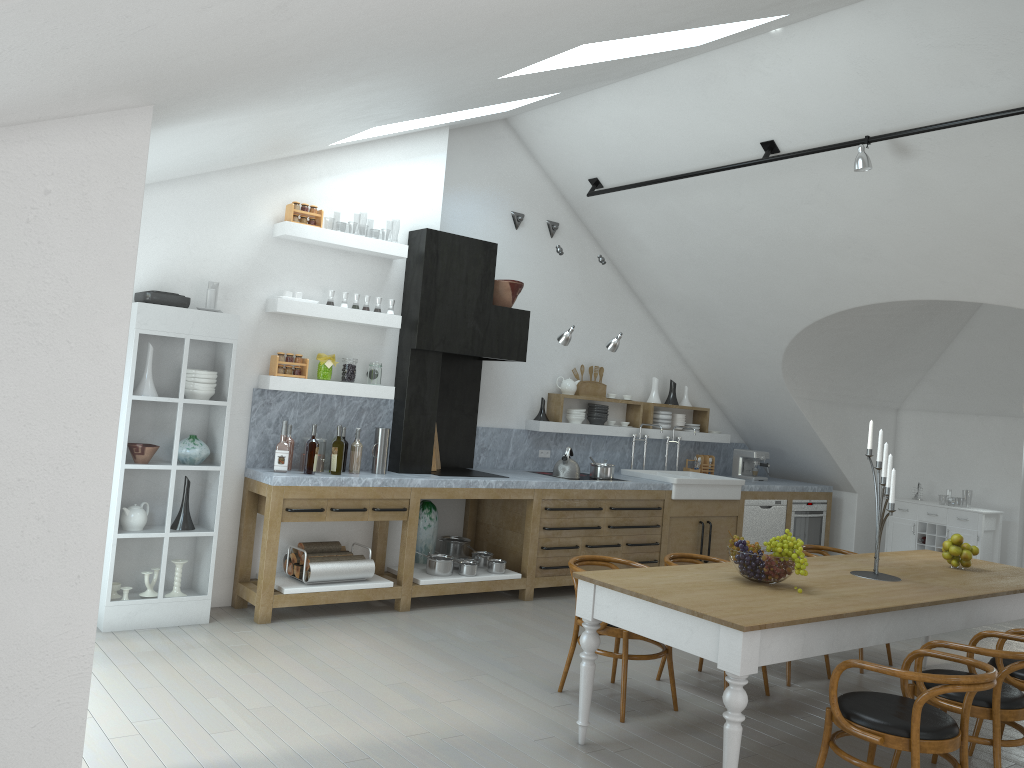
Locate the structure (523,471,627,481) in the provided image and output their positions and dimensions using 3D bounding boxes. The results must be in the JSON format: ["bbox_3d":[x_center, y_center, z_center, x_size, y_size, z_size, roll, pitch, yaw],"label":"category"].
[{"bbox_3d":[0.579,0.849,7.968,0.736,0.041,0.648,6,-1,-37],"label":"structure"}]

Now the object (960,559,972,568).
[{"bbox_3d":[2.798,1.100,5.464,0.063,0.063,0.063,6,-2,-26],"label":"object"}]

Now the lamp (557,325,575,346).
[{"bbox_3d":[0.447,-0.408,7.449,0.115,0.178,0.164,6,-2,-19],"label":"lamp"}]

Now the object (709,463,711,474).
[{"bbox_3d":[2.151,0.898,9.626,0.018,0.196,0.020,6,-3,-15],"label":"object"}]

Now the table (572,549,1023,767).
[{"bbox_3d":[1.887,1.455,4.850,3.343,0.800,1.019,6,-2,-37],"label":"table"}]

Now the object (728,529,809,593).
[{"bbox_3d":[1.264,0.850,4.405,0.394,0.285,0.292,5,-2,17],"label":"object"}]

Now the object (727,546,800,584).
[{"bbox_3d":[1.255,0.913,4.431,0.360,0.160,0.359,4,-2,33],"label":"object"}]

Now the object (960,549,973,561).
[{"bbox_3d":[2.775,1.048,5.416,0.071,0.072,0.070,4,-2,17],"label":"object"}]

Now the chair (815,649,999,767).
[{"bbox_3d":[1.575,1.440,3.542,0.526,0.736,0.621,6,-3,-34],"label":"chair"}]

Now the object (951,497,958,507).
[{"bbox_3d":[4.597,1.220,9.170,0.094,0.093,0.093,3,-2,40],"label":"object"}]

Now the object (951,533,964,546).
[{"bbox_3d":[2.757,0.963,5.488,0.072,0.074,0.072,6,-2,-37],"label":"object"}]

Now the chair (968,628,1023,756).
[{"bbox_3d":[2.709,1.556,4.443,0.526,0.736,0.622,7,-3,-42],"label":"chair"}]

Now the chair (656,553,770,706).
[{"bbox_3d":[1.189,1.438,5.320,0.526,0.736,0.622,7,-3,-41],"label":"chair"}]

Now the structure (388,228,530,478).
[{"bbox_3d":[-0.511,-0.224,7.315,1.073,1.887,0.781,7,-3,-37],"label":"structure"}]

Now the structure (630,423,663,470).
[{"bbox_3d":[1.361,0.658,8.791,0.333,0.530,0.213,4,-3,33],"label":"structure"}]

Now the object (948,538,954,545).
[{"bbox_3d":[2.766,0.997,5.566,0.062,0.060,0.062,6,-2,-37],"label":"object"}]

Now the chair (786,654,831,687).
[{"bbox_3d":[1.727,1.494,5.808,0.526,0.736,0.621,6,-3,-34],"label":"chair"}]

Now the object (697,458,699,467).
[{"bbox_3d":[1.983,0.881,9.482,0.018,0.196,0.023,8,-4,-42],"label":"object"}]

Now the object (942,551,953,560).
[{"bbox_3d":[2.690,1.059,5.478,0.059,0.056,0.060,7,-3,-43],"label":"object"}]

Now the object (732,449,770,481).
[{"bbox_3d":[2.654,0.889,9.649,0.324,0.321,0.387,6,-2,-37],"label":"object"}]

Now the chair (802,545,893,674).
[{"bbox_3d":[2.304,1.553,6.238,0.526,0.736,0.622,7,-3,-41],"label":"chair"}]

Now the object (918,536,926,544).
[{"bbox_3d":[4.325,1.630,9.239,0.317,0.085,0.082,6,-2,-37],"label":"object"}]

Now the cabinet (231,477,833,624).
[{"bbox_3d":[0.645,1.415,8.088,6.417,1.023,1.004,6,-2,-37],"label":"cabinet"}]

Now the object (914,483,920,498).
[{"bbox_3d":[4.398,1.157,9.621,0.054,0.175,0.039,7,-3,-37],"label":"object"}]

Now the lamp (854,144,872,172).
[{"bbox_3d":[2.306,-1.482,5.810,0.113,0.175,0.114,4,-2,15],"label":"lamp"}]

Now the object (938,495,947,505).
[{"bbox_3d":[4.446,1.201,9.158,0.081,0.105,0.082,6,-2,-24],"label":"object"}]

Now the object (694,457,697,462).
[{"bbox_3d":[1.965,0.876,9.506,0.040,0.192,0.042,5,-3,0],"label":"object"}]

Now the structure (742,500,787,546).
[{"bbox_3d":[2.368,1.572,9.205,0.723,0.824,0.599,7,-3,-37],"label":"structure"}]

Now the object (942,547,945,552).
[{"bbox_3d":[2.729,1.038,5.553,0.062,0.059,0.062,6,-2,-33],"label":"object"}]

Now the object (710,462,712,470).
[{"bbox_3d":[2.156,0.899,9.635,0.022,0.196,0.019,7,-3,-36],"label":"object"}]

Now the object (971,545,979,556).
[{"bbox_3d":[2.845,1.026,5.462,0.063,0.063,0.062,5,-2,15],"label":"object"}]

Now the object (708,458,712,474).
[{"bbox_3d":[2.146,0.894,9.611,0.040,0.192,0.042,4,-3,13],"label":"object"}]

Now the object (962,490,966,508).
[{"bbox_3d":[4.656,1.181,9.119,0.054,0.179,0.054,4,-3,30],"label":"object"}]

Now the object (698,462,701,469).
[{"bbox_3d":[1.999,0.891,9.480,0.044,0.179,0.019,3,-3,37],"label":"object"}]

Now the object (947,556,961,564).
[{"bbox_3d":[2.749,1.090,5.519,0.080,0.074,0.078,5,-2,8],"label":"object"}]

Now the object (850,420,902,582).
[{"bbox_3d":[2.086,0.637,5.000,0.266,0.876,0.773,4,-2,27],"label":"object"}]

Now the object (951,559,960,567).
[{"bbox_3d":[2.728,1.101,5.454,0.051,0.050,0.050,6,-2,-34],"label":"object"}]

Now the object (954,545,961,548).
[{"bbox_3d":[2.779,1.013,5.516,0.053,0.051,0.052,4,-2,24],"label":"object"}]

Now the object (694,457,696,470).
[{"bbox_3d":[1.960,0.879,9.479,0.019,0.196,0.022,3,-4,41],"label":"object"}]

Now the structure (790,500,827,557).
[{"bbox_3d":[2.975,1.538,9.664,0.631,0.637,0.631,6,-2,-37],"label":"structure"}]

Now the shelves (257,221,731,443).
[{"bbox_3d":[0.295,-0.247,8.097,5.539,1.363,0.480,6,-3,-43],"label":"shelves"}]

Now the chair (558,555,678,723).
[{"bbox_3d":[0.580,1.377,4.929,0.526,0.736,0.622,7,-3,-37],"label":"chair"}]

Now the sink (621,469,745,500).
[{"bbox_3d":[1.669,0.987,8.679,1.019,0.202,0.727,6,-1,-37],"label":"sink"}]

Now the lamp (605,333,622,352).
[{"bbox_3d":[0.906,-0.365,7.796,0.169,0.176,0.112,3,-3,45],"label":"lamp"}]

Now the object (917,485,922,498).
[{"bbox_3d":[4.406,1.159,9.587,0.024,0.164,0.039,6,-3,-25],"label":"object"}]

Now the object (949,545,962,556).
[{"bbox_3d":[2.716,1.023,5.429,0.072,0.064,0.071,7,-3,-44],"label":"object"}]

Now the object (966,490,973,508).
[{"bbox_3d":[4.667,1.177,9.056,0.063,0.187,0.063,3,-3,38],"label":"object"}]

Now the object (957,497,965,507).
[{"bbox_3d":[4.595,1.216,9.079,0.071,0.099,0.071,6,-2,-14],"label":"object"}]

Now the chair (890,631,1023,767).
[{"bbox_3d":[2.125,1.496,4.014,0.526,0.736,0.622,7,-3,-37],"label":"chair"}]

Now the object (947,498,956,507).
[{"bbox_3d":[4.521,1.217,9.118,0.077,0.085,0.077,3,-3,40],"label":"object"}]

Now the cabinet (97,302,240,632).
[{"bbox_3d":[-2.217,0.511,5.679,0.640,1.992,0.361,7,-3,-38],"label":"cabinet"}]

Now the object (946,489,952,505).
[{"bbox_3d":[4.526,1.176,9.186,0.048,0.169,0.048,3,-3,40],"label":"object"}]

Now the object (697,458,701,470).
[{"bbox_3d":[1.995,0.878,9.467,0.040,0.192,0.042,5,-3,-1],"label":"object"}]

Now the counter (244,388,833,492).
[{"bbox_3d":[0.762,0.603,8.190,6.564,0.620,0.962,6,-2,-37],"label":"counter"}]

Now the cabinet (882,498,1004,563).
[{"bbox_3d":[4.442,1.649,9.239,0.496,0.790,1.135,7,-2,-37],"label":"cabinet"}]

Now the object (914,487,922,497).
[{"bbox_3d":[4.406,1.173,9.613,0.029,0.137,0.097,7,-3,-34],"label":"object"}]

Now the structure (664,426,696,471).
[{"bbox_3d":[1.747,0.698,9.087,0.333,0.530,0.213,4,-3,33],"label":"structure"}]

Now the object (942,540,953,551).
[{"bbox_3d":[2.707,1.006,5.502,0.066,0.071,0.072,4,-2,22],"label":"object"}]

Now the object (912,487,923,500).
[{"bbox_3d":[4.397,1.192,9.608,0.066,0.138,0.101,7,-3,-37],"label":"object"}]

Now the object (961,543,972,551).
[{"bbox_3d":[2.792,1.005,5.449,0.053,0.057,0.058,6,-2,-23],"label":"object"}]
